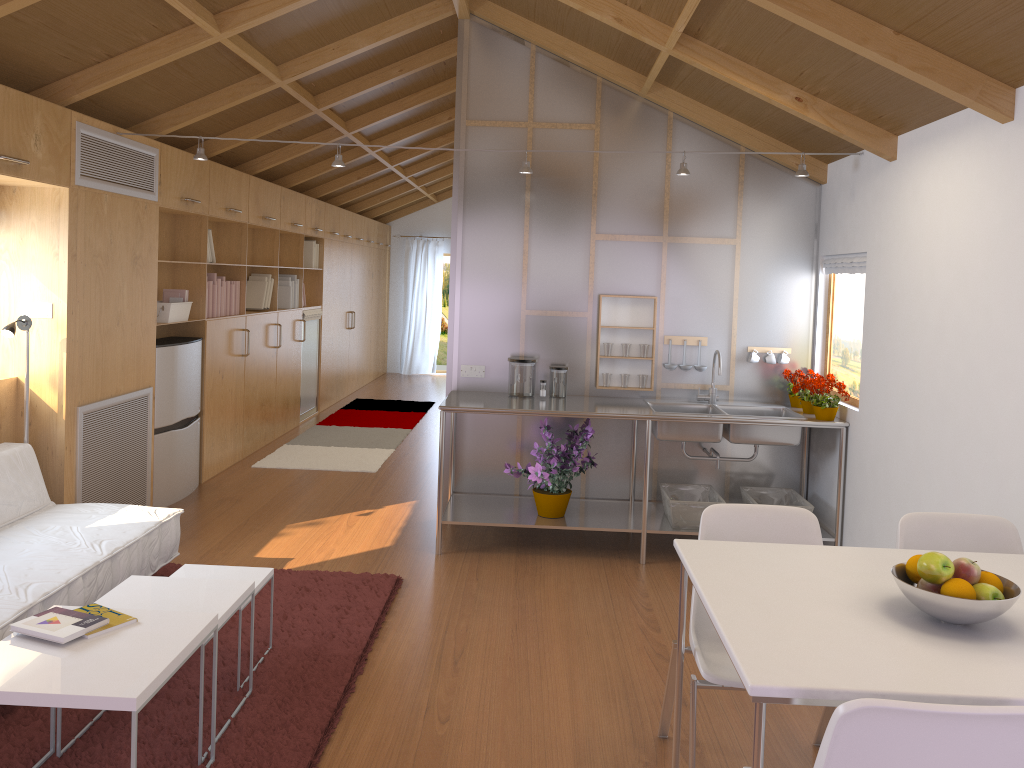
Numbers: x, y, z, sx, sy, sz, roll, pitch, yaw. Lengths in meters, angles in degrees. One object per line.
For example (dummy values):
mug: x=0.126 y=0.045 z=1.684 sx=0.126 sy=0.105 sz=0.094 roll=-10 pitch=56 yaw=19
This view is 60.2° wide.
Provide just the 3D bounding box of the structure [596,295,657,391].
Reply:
structure: x=0.664 y=-0.241 z=5.137 sx=0.328 sy=0.543 sz=0.077 roll=2 pitch=2 yaw=2

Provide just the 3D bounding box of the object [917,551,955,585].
object: x=0.911 y=0.396 z=1.902 sx=0.070 sy=0.069 sz=0.077 roll=2 pitch=5 yaw=2

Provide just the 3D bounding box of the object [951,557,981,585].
object: x=0.984 y=0.411 z=1.923 sx=0.063 sy=0.066 sz=0.062 roll=6 pitch=6 yaw=40

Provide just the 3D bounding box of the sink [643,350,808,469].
sink: x=1.150 y=0.138 z=4.881 sx=0.810 sy=0.638 sz=0.566 roll=2 pitch=4 yaw=2

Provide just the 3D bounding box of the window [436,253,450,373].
window: x=-0.906 y=-1.045 z=13.133 sx=0.874 sy=1.780 sz=0.026 roll=2 pitch=2 yaw=2

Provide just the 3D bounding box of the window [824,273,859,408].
window: x=1.817 y=-0.298 z=4.742 sx=0.026 sy=0.792 sz=0.728 roll=2 pitch=4 yaw=2

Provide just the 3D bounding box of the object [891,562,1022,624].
object: x=0.963 y=0.471 z=1.929 sx=0.256 sy=0.090 sz=0.255 roll=8 pitch=9 yaw=44

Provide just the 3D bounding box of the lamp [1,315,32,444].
lamp: x=-2.234 y=0.282 z=4.056 sx=0.182 sy=1.193 sz=0.255 roll=1 pitch=3 yaw=-23

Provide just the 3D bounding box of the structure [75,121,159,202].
structure: x=-2.051 y=-1.146 z=4.628 sx=0.013 sy=0.299 sz=0.908 roll=2 pitch=6 yaw=2

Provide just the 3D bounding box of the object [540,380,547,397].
object: x=0.176 y=0.025 z=5.006 sx=0.037 sy=0.092 sz=0.037 roll=3 pitch=3 yaw=17

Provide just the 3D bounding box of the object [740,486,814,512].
object: x=1.426 y=0.686 z=4.798 sx=0.298 sy=0.158 sz=0.417 roll=2 pitch=6 yaw=2

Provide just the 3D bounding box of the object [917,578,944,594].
object: x=0.928 y=0.455 z=1.934 sx=0.080 sy=0.089 sz=0.078 roll=-1 pitch=5 yaw=-39

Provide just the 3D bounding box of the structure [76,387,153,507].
structure: x=-2.108 y=0.423 z=4.716 sx=0.013 sy=0.718 sz=0.823 roll=2 pitch=5 yaw=2

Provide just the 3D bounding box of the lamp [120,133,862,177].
lamp: x=-0.131 y=-1.167 z=4.537 sx=3.828 sy=0.152 sz=0.073 roll=2 pitch=3 yaw=2

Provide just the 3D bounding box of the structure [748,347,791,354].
structure: x=1.499 y=-0.195 z=5.131 sx=0.250 sy=0.032 sz=0.041 roll=2 pitch=5 yaw=2

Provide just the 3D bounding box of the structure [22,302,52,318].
structure: x=-2.238 y=-0.348 z=4.167 sx=0.142 sy=0.071 sz=0.011 roll=2 pitch=2 yaw=2

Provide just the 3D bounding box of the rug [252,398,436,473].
rug: x=-1.402 y=0.414 z=8.348 sx=0.916 sy=0.011 sz=3.741 roll=2 pitch=7 yaw=2

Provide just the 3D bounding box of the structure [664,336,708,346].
structure: x=1.014 y=-0.252 z=5.156 sx=0.250 sy=0.051 sz=0.016 roll=2 pitch=3 yaw=2

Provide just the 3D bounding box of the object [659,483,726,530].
object: x=0.972 y=0.668 z=4.811 sx=0.298 sy=0.158 sz=0.417 roll=2 pitch=6 yaw=2

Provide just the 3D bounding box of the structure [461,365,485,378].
structure: x=-0.230 y=-0.075 z=5.207 sx=0.142 sy=0.071 sz=0.011 roll=2 pitch=2 yaw=2

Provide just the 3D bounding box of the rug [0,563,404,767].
rug: x=-1.512 y=1.040 z=3.004 sx=1.885 sy=0.020 sz=2.494 roll=2 pitch=7 yaw=2

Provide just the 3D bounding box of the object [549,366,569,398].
object: x=0.267 y=-0.013 z=5.098 sx=0.113 sy=0.176 sz=0.113 roll=4 pitch=4 yaw=22

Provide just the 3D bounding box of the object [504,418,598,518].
object: x=0.227 y=0.445 z=4.782 sx=0.524 sy=0.551 sz=0.353 roll=2 pitch=4 yaw=-7

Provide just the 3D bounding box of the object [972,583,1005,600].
object: x=1.006 y=0.458 z=1.878 sx=0.070 sy=0.069 sz=0.077 roll=2 pitch=5 yaw=2

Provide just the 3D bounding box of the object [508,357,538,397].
object: x=0.058 y=-0.040 z=5.084 sx=0.172 sy=0.215 sz=0.172 roll=3 pitch=4 yaw=15

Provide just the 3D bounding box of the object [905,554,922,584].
object: x=0.927 y=0.420 z=1.999 sx=0.067 sy=0.067 sz=0.068 roll=0 pitch=5 yaw=-23

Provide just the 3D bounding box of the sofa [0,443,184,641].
sofa: x=-1.958 y=0.724 z=2.895 sx=0.862 sy=0.626 sz=2.367 roll=2 pitch=6 yaw=2

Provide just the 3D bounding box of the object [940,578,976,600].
object: x=0.941 y=0.444 z=1.864 sx=0.067 sy=0.067 sz=0.068 roll=0 pitch=5 yaw=-23

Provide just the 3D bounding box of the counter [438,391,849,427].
counter: x=0.681 y=0.129 z=4.869 sx=2.109 sy=0.021 sz=0.653 roll=2 pitch=7 yaw=2

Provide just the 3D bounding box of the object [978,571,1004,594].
object: x=1.040 y=0.446 z=1.939 sx=0.068 sy=0.066 sz=0.068 roll=-2 pitch=6 yaw=-44

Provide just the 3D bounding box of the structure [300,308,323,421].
structure: x=-2.114 y=-0.211 z=8.718 sx=0.315 sy=1.075 sz=0.728 roll=2 pitch=4 yaw=2
